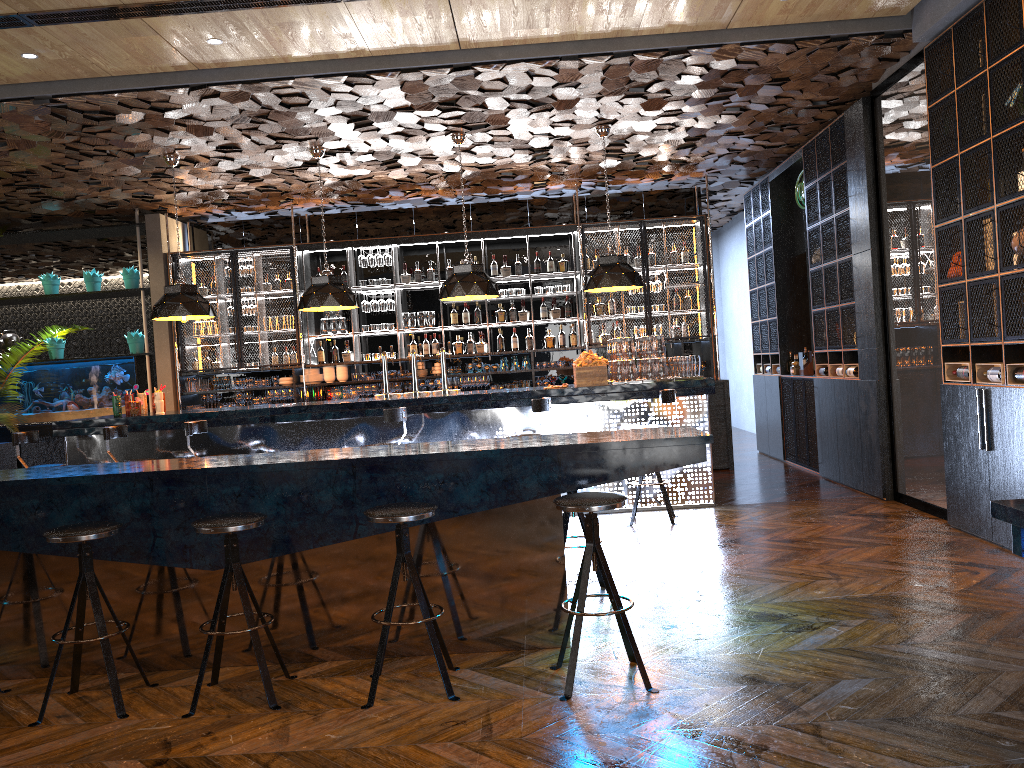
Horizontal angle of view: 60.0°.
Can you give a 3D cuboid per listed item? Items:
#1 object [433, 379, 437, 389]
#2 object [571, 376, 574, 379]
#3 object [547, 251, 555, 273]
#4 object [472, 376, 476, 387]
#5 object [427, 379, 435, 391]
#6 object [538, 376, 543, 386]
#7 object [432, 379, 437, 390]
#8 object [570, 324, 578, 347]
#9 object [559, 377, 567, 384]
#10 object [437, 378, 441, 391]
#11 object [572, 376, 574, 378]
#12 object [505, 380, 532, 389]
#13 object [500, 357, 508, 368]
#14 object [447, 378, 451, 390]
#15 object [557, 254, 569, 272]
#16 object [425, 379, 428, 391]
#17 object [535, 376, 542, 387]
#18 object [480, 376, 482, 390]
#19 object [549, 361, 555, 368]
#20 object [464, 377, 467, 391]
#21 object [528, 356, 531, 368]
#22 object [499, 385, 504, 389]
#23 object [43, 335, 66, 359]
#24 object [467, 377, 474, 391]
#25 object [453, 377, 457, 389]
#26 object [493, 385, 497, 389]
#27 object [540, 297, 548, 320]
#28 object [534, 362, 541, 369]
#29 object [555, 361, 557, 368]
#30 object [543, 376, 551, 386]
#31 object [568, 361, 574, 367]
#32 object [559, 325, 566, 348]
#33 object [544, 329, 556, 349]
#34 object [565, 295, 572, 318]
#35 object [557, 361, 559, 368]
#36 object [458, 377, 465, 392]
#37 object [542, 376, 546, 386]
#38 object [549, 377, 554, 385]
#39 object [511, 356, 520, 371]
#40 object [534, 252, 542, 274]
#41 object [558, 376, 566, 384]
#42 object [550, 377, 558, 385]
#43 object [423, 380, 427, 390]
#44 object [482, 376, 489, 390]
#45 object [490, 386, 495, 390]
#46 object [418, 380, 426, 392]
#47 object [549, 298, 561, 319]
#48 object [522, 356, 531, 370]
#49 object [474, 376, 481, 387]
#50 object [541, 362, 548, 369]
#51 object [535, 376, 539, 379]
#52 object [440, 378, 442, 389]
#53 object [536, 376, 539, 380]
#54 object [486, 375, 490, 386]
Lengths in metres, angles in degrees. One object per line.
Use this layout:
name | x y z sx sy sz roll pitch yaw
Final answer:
object | -0.996 0.051 11.304 0.108 0.227 0.108 -3 1 38
object | 0.805 -0.031 11.247 0.107 0.152 0.107 -4 1 8
object | 0.488 -1.528 11.195 0.086 0.298 0.086 -5 2 -40
object | -0.480 0.019 11.162 0.091 0.229 0.091 -3 1 33
object | -1.005 0.056 11.064 0.108 0.227 0.108 -4 1 -28
object | 0.340 -0.007 11.084 0.089 0.174 0.089 -5 1 -38
object | -1.000 0.054 11.182 0.108 0.227 0.108 -5 1 -34
object | 0.777 -0.609 11.177 0.080 0.299 0.080 -4 1 4
object | 0.640 -0.013 11.027 0.106 0.148 0.106 -4 1 11
object | -0.907 0.047 11.045 0.058 0.234 0.058 -3 2 44
object | 0.804 -0.025 11.000 0.107 0.152 0.107 -3 1 27
object | 0.076 0.029 11.122 0.356 0.134 0.206 -4 1 9
object | -0.107 -0.247 11.093 0.115 0.172 0.101 -4 1 11
object | -0.781 0.040 11.032 0.049 0.231 0.049 -4 1 13
object | 0.648 -1.512 11.160 0.151 0.248 0.094 -3 1 30
object | -1.108 0.058 11.307 0.108 0.227 0.108 -3 1 33
object | 0.327 -0.004 10.989 0.089 0.174 0.089 -5 1 -38
object | -0.386 0.013 11.157 0.091 0.229 0.091 -4 1 -5
object | 0.498 -0.240 10.995 0.084 0.082 0.084 -3 1 19
object | -0.576 0.025 11.164 0.091 0.229 0.091 -3 1 22
object | 0.180 -0.266 11.080 0.115 0.172 0.101 -4 1 -14
object | -0.133 0.064 11.016 0.067 0.099 0.067 -4 1 -27
object | -5.807 -0.463 11.271 0.265 0.325 0.245 -5 1 -34
object | -0.519 0.024 11.050 0.091 0.229 0.091 -5 2 -41
object | -0.705 0.035 11.030 0.049 0.231 0.049 -4 1 -3
object | -0.220 0.067 11.133 0.067 0.100 0.067 -4 1 -6
object | 0.399 -0.950 11.187 0.086 0.298 0.086 -5 2 -40
object | 0.320 -0.228 11.004 0.084 0.082 0.084 -4 1 -6
object | 0.519 -0.243 11.092 0.084 0.082 0.084 -3 1 29
object | 0.436 -0.012 11.046 0.089 0.174 0.089 -5 1 -38
object | 0.751 -0.252 11.024 0.088 0.070 0.098 -3 1 37
object | 0.632 -0.600 11.195 0.086 0.298 0.086 -5 2 -40
object | 0.479 -0.564 11.185 0.151 0.248 0.094 -4 1 11
object | 0.709 -0.971 11.174 0.086 0.299 0.086 -5 2 -40
object | 0.602 -0.249 11.090 0.084 0.082 0.084 -4 1 8
object | -0.622 0.031 11.048 0.091 0.229 0.091 -4 1 -12
object | 0.416 -0.013 11.144 0.089 0.174 0.089 -5 1 -38
object | 0.529 -0.011 11.263 0.106 0.148 0.106 -3 1 20
object | 0.037 -0.254 10.959 0.115 0.172 0.101 -4 1 -14
object | 0.323 -1.517 11.172 0.086 0.299 0.086 -5 2 -40
object | 0.643 -0.018 11.259 0.106 0.148 0.106 -3 2 41
object | 0.523 -0.006 11.029 0.106 0.148 0.106 -3 1 20
object | -1.113 0.061 11.185 0.108 0.227 0.108 -4 1 -19
object | -0.332 0.011 11.042 0.091 0.229 0.091 -4 1 -26
object | -0.237 0.071 11.021 0.067 0.100 0.067 -4 1 -6
object | -1.121 0.064 11.066 0.108 0.227 0.108 -4 1 -7
object | 0.540 -0.948 11.162 0.123 0.279 0.123 -4 1 -9
object | 0.170 -0.263 10.963 0.101 0.172 0.115 -3 1 31
object | -0.428 0.018 11.046 0.091 0.229 0.091 -3 1 29
object | 0.401 -0.233 10.999 0.084 0.082 0.084 -4 1 3
object | 0.339 -0.011 11.273 0.089 0.174 0.089 -5 1 -38
object | -0.903 0.045 11.130 0.058 0.234 0.058 -3 1 24
object | 0.332 -0.008 11.179 0.089 0.174 0.089 -5 1 -38
object | -0.320 0.006 11.273 0.091 0.229 0.091 -4 1 -1
